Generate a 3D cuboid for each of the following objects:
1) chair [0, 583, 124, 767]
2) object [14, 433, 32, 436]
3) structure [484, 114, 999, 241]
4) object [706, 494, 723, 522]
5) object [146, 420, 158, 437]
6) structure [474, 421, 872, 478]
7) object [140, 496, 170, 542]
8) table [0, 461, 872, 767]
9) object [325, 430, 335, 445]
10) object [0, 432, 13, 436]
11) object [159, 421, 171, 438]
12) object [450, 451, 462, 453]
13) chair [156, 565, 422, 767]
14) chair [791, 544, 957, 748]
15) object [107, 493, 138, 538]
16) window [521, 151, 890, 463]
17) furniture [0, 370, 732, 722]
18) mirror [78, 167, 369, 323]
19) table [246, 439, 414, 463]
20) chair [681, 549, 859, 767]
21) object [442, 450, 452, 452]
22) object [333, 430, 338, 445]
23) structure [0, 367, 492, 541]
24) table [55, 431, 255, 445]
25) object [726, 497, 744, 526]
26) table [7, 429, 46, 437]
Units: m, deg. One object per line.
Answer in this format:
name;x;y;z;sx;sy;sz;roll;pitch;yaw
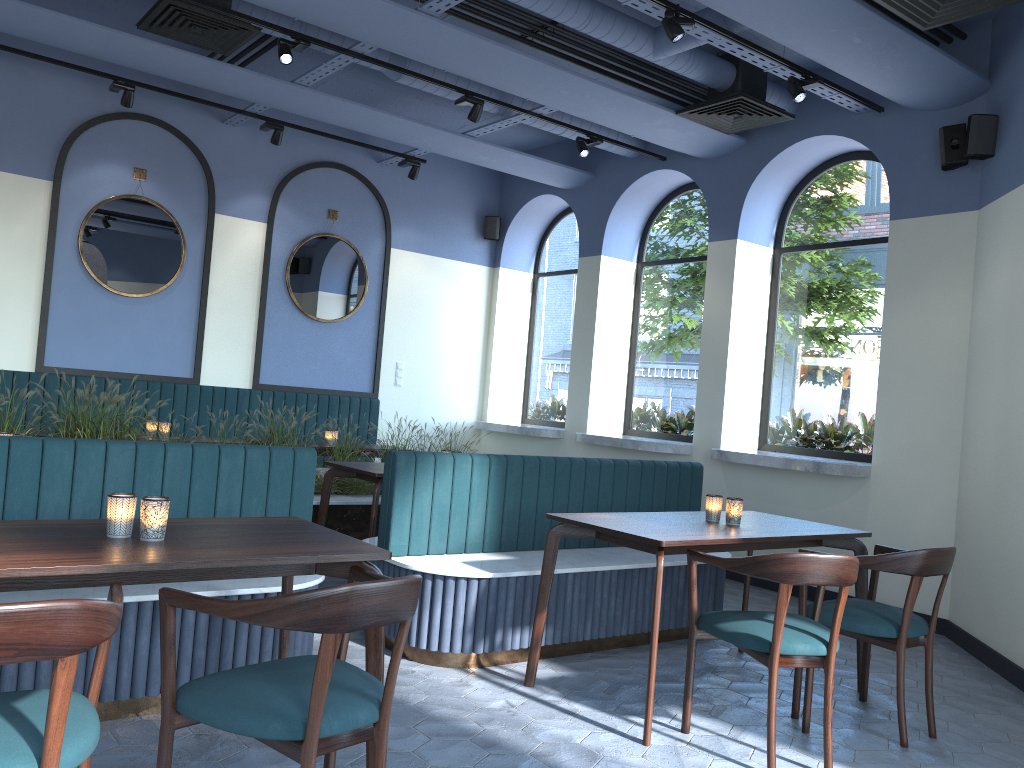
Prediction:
chair;-1.094;0.782;1.793;0.618;0.793;0.525;6;-1;-38
object;-2.391;0.304;4.326;0.078;0.120;0.078;4;-1;36
structure;-2.842;-2.031;3.556;7.261;0.268;13.143;4;-1;36
object;0.938;0.578;4.127;0.078;0.120;0.078;5;-1;-20
object;-2.646;0.328;6.512;0.078;0.120;0.078;4;-1;36
structure;0.144;0.335;2.605;4.315;0.080;14.155;4;-1;14
object;-1.014;0.382;2.512;0.078;0.120;0.078;4;-1;36
table;-2.296;0.706;2.121;3.997;0.755;9.778;4;-1;37
object;-1.496;0.440;7.276;0.078;0.120;0.078;4;-1;36
object;-2.488;0.296;4.334;0.078;0.120;0.078;4;-1;36
object;-2.549;0.336;6.504;0.078;0.120;0.078;4;-1;36
object;-0.369;0.504;5.808;0.078;0.120;0.078;5;-1;-20
chair;-0.518;0.839;2.230;0.525;0.793;0.618;4;-2;39
chair;1.551;1.043;3.751;0.618;0.793;0.525;6;-1;-38
object;-1.112;0.374;2.520;0.078;0.120;0.078;4;-1;36
window;0.464;-0.870;2.596;3.897;2.394;14.212;4;-1;13
furniture;-1.888;0.613;5.583;4.800;1.150;4.703;6;-1;-37
mirror;-3.146;-1.272;7.479;4.357;1.089;0.026;6;-1;-37
table;-1.517;0.878;7.334;1.332;0.755;0.548;6;-1;-37
chair;1.006;0.989;3.336;0.618;0.793;0.525;5;-1;-13
object;-0.432;0.500;5.882;0.078;0.120;0.078;5;-1;-20
object;-1.488;0.442;7.374;0.078;0.120;0.078;4;-1;36
structure;-2.091;0.573;5.855;4.878;1.207;1.143;6;-1;-36
table;-2.627;0.768;6.488;1.332;0.755;0.548;6;-1;-37
object;1.014;0.583;4.054;0.078;0.120;0.078;5;-1;-20
table;-3.719;0.660;5.654;1.285;0.755;0.548;6;-1;-37
